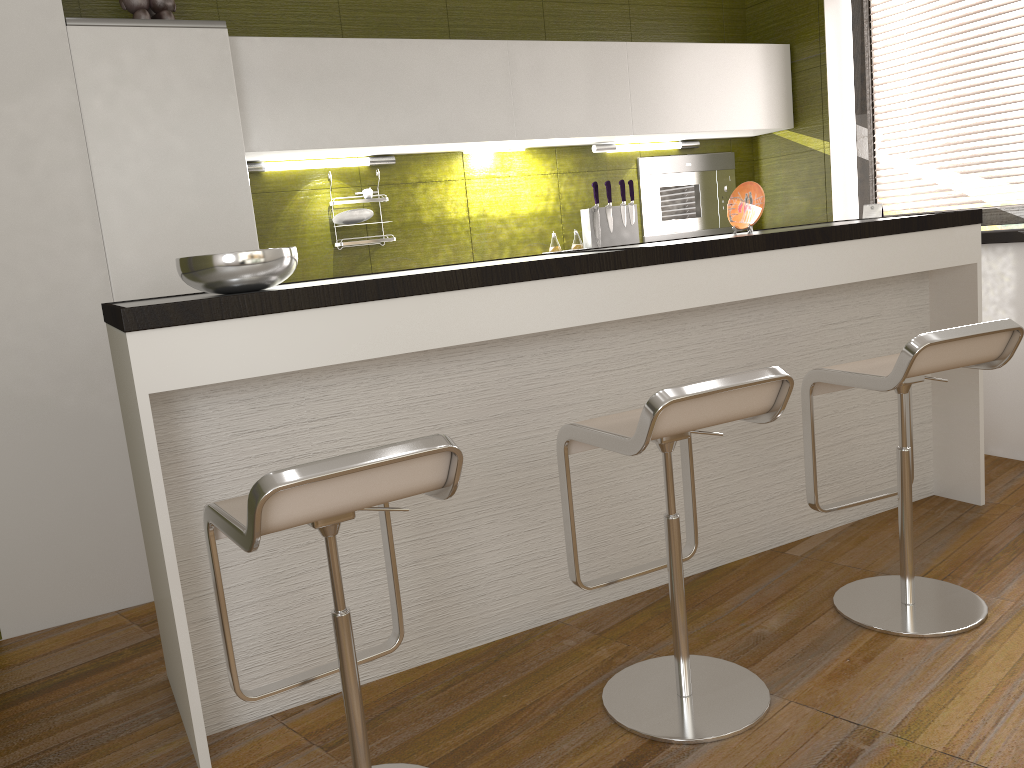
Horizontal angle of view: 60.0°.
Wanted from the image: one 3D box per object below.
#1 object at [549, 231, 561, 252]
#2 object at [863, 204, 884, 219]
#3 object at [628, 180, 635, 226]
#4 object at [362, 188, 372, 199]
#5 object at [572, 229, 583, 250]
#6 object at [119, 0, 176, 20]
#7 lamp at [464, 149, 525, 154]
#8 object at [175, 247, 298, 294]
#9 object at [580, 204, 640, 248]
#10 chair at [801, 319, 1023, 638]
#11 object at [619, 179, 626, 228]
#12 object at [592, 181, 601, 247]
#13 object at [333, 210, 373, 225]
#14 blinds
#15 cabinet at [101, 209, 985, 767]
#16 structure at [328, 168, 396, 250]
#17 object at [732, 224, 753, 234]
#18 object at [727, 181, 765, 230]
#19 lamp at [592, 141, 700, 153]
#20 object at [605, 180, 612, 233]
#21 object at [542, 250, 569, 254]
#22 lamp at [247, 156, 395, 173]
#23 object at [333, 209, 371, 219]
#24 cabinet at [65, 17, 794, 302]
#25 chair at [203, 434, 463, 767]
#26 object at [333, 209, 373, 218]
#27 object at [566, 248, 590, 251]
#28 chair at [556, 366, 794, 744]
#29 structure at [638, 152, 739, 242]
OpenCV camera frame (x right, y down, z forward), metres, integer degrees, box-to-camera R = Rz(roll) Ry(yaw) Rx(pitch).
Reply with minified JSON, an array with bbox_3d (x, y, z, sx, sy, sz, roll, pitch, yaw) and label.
[{"bbox_3d":[0.211,-0.694,4.382,0.059,0.121,0.059,-3,10,18],"label":"object"},{"bbox_3d":[1.816,-0.816,4.457,0.057,0.169,0.106,-12,11,-32],"label":"object"},{"bbox_3d":[0.609,-0.926,4.533,0.040,0.231,0.013,-11,10,-27],"label":"object"},{"bbox_3d":[-0.650,-0.853,3.987,0.046,0.053,0.051,-5,9,4],"label":"object"},{"bbox_3d":[0.326,-0.717,4.456,0.059,0.121,0.059,-1,11,29],"label":"object"},{"bbox_3d":[-1.404,-1.562,3.357,0.195,0.488,0.304,-11,11,-29],"label":"object"},{"bbox_3d":[-0.083,-1.131,4.309,0.334,0.008,0.008,-11,10,-27],"label":"lamp"},{"bbox_3d":[-0.727,-0.298,2.369,0.311,0.105,0.311,-8,10,-14],"label":"object"},{"bbox_3d":[0.504,-0.791,4.538,0.293,0.227,0.107,-11,10,-27],"label":"object"},{"bbox_3d":[1.152,0.246,2.567,0.418,0.857,0.460,-10,10,-22],"label":"chair"},{"bbox_3d":[0.565,-0.916,4.511,0.036,0.243,0.013,-11,10,-27],"label":"object"},{"bbox_3d":[0.422,-0.842,4.443,0.046,0.339,0.013,-11,10,-27],"label":"object"},{"bbox_3d":[-0.702,-0.736,3.922,0.181,0.052,0.173,-11,10,-27],"label":"object"},{"bbox_3d":[3.073,-4.683,7.557,16.000,12.704,9.030,-4,9,12],"label":"blinds"},{"bbox_3d":[0.340,0.120,2.979,2.947,1.134,0.663,-11,10,-27],"label":"cabinet"},{"bbox_3d":[-0.678,-0.785,3.968,0.266,0.346,0.110,-11,10,-27],"label":"structure"},{"bbox_3d":[0.895,-0.643,3.386,0.072,0.131,0.088,-12,11,-32],"label":"object"},{"bbox_3d":[0.891,-0.681,3.382,0.055,0.178,0.184,-11,11,-31],"label":"object"},{"bbox_3d":[0.715,-1.252,4.674,0.716,0.041,0.095,-11,10,-27],"label":"lamp"},{"bbox_3d":[0.488,-0.892,4.472,0.042,0.264,0.013,-11,10,-27],"label":"object"},{"bbox_3d":[0.216,-0.640,4.391,0.107,0.032,0.107,-10,10,-26],"label":"object"},{"bbox_3d":[-0.855,-0.966,3.897,0.715,0.041,0.041,-11,10,-27],"label":"lamp"},{"bbox_3d":[-0.703,-0.739,3.922,0.181,0.052,0.173,-11,10,-27],"label":"object"},{"bbox_3d":[-0.057,-0.537,4.270,3.471,2.089,0.724,-11,10,-27],"label":"cabinet"},{"bbox_3d":[-0.332,0.523,1.800,0.418,0.857,0.460,-12,11,-32],"label":"chair"},{"bbox_3d":[-0.703,-0.742,3.923,0.181,0.052,0.173,-11,10,-27],"label":"object"},{"bbox_3d":[0.331,-0.664,4.465,0.107,0.032,0.107,-8,10,-15],"label":"object"},{"bbox_3d":[0.410,0.384,2.183,0.418,0.857,0.460,-10,10,-27],"label":"chair"},{"bbox_3d":[0.983,-1.020,4.882,0.663,0.469,0.015,-11,10,-27],"label":"structure"}]
